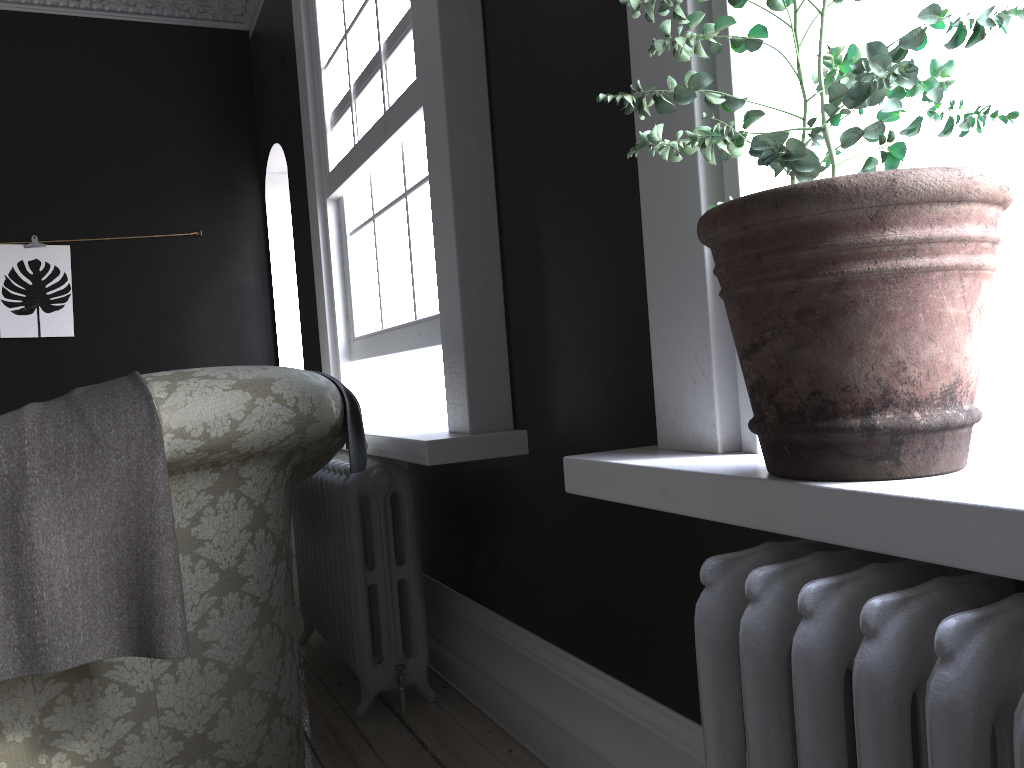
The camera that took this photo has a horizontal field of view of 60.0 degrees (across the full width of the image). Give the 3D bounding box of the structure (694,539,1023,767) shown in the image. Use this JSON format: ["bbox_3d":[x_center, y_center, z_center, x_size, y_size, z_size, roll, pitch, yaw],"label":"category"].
[{"bbox_3d":[0.565,0.618,0.728,0.276,0.849,1.141,-5,1,-24],"label":"structure"}]

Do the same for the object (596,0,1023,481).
[{"bbox_3d":[0.363,-0.453,1.121,0.505,1.134,0.473,-4,2,16],"label":"object"}]

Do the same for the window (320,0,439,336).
[{"bbox_3d":[-0.506,-1.024,3.303,0.056,1.672,1.263,-5,1,-24],"label":"window"}]

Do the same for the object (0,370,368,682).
[{"bbox_3d":[-0.738,0.258,2.194,0.517,0.585,1.366,-4,1,25],"label":"object"}]

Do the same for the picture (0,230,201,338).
[{"bbox_3d":[-4.050,-0.464,4.952,4.454,0.771,0.058,-5,2,-24],"label":"picture"}]

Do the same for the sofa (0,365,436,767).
[{"bbox_3d":[-1.201,0.573,3.039,1.605,1.161,2.813,-5,1,-23],"label":"sofa"}]
